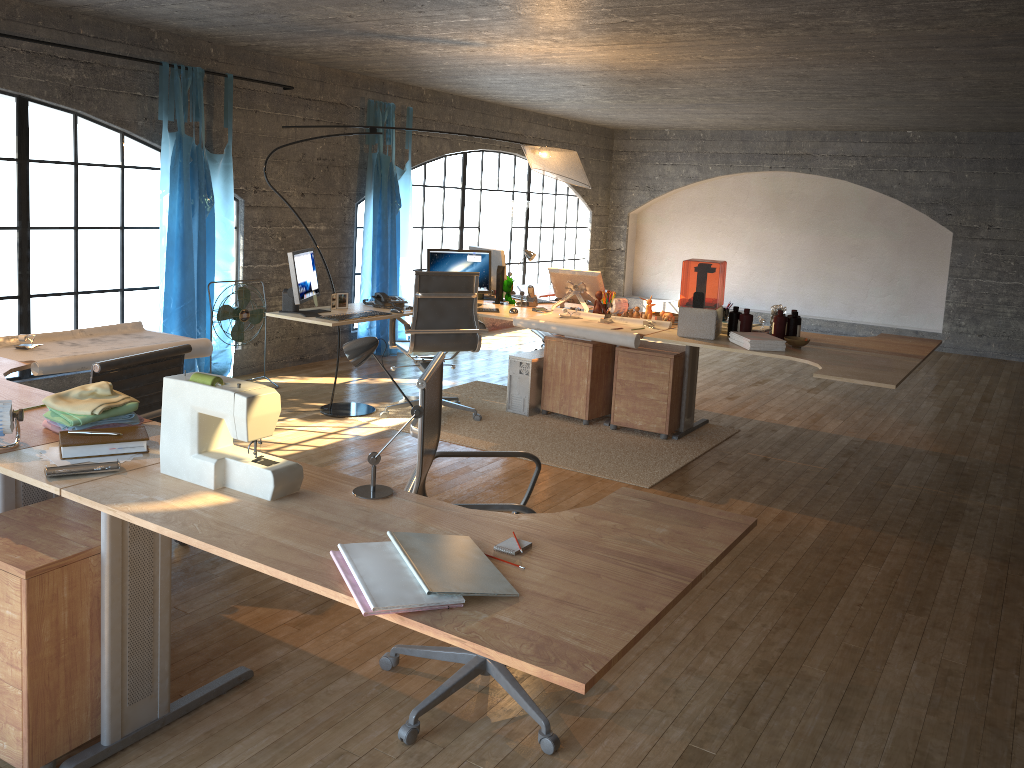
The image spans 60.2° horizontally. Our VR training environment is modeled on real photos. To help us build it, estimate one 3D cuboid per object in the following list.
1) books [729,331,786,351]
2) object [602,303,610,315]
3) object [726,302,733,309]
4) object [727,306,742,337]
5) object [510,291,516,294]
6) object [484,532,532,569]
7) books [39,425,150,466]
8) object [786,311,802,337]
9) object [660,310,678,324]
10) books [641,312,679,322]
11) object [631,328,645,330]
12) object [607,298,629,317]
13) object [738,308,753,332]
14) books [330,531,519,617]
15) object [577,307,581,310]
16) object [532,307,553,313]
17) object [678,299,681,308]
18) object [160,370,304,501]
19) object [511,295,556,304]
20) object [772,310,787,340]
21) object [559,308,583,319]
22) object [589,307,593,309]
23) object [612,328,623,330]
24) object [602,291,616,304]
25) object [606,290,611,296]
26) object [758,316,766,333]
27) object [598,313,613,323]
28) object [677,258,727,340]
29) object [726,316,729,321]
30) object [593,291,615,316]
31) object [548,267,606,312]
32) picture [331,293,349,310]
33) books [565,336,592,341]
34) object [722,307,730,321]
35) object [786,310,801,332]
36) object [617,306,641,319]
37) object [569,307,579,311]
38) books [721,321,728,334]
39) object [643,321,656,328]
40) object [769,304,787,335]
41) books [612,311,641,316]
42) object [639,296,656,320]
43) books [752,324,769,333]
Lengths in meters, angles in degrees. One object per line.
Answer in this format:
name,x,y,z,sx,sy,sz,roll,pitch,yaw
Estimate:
books,1.405,-0.247,5.069,0.221,0.057,0.314,1,12,-8
object,0.660,-0.515,6.100,0.077,0.081,0.078,-5,12,-39
object,1.359,-0.488,5.611,0.076,0.101,0.154,-2,11,-29
object,1.365,-0.383,5.405,0.080,0.185,0.080,9,10,38
object,-0.016,-0.741,7.122,0.101,0.033,0.060,-2,12,-23
object,0.014,0.365,1.957,0.128,0.013,0.143,11,14,34
books,-1.178,0.166,2.494,0.290,0.053,0.264,-1,12,-18
object,1.691,-0.342,5.294,0.080,0.185,0.080,9,10,38
object,1.044,-0.441,5.861,0.181,0.080,0.146,-3,12,-28
books,1.010,-0.462,6.013,0.290,0.053,0.264,-1,12,-18
object,0.786,-0.343,5.507,0.008,0.007,0.148,11,14,40
object,0.724,-0.516,6.002,0.154,0.134,0.100,-1,10,-23
object,1.408,-0.361,5.316,0.080,0.185,0.080,-3,10,-41
books,-0.182,0.373,1.793,0.317,0.044,0.312,-2,13,-23
object,0.487,-0.547,6.389,0.012,0.009,0.127,2,12,-6
object,0.221,-0.511,6.116,0.109,0.022,0.140,-6,15,-38
object,1.167,-0.467,5.788,0.130,0.174,0.200,-3,11,-34
object,-0.732,0.117,2.291,0.405,0.281,0.137,9,10,31
object,0.124,-0.656,6.810,0.187,0.011,0.496,-5,14,-33
object,1.615,-0.353,5.327,0.080,0.185,0.080,-3,10,-41
object,0.395,-0.470,5.873,0.159,0.063,0.054,3,9,-2
object,0.561,-0.552,6.435,0.008,0.007,0.148,7,13,23
object,0.651,-0.341,5.456,0.012,0.009,0.126,13,15,43
object,0.665,-0.561,6.091,0.101,0.174,0.106,6,8,18
object,0.709,-0.587,6.244,0.105,0.142,0.105,4,9,5
object,1.561,-0.363,5.528,0.037,0.119,0.076,4,8,5
object,0.610,-0.432,5.767,0.049,0.055,0.131,9,12,31
object,1.154,-0.521,5.354,0.223,0.453,0.272,6,9,21
object,1.371,-0.429,5.629,0.025,0.049,0.017,10,10,41
object,0.608,-0.550,6.036,0.094,0.175,0.228,-1,11,-30
object,0.459,-0.669,6.268,0.397,0.296,0.289,7,10,22
picture,-1.122,-0.535,5.694,0.032,0.103,0.160,7,11,31
books,0.538,-0.381,6.172,0.221,0.108,0.312,10,13,32
object,1.338,-0.442,5.604,0.077,0.081,0.078,5,9,10
object,1.717,-0.360,5.390,0.080,0.185,0.080,9,10,38
object,0.802,-0.510,6.029,0.074,0.118,0.218,-3,12,-39
object,0.426,-0.540,6.307,0.097,0.024,0.108,-8,16,-43
books,1.331,-0.364,5.596,0.231,0.069,0.179,12,15,38
object,0.876,-0.381,5.624,0.022,0.041,0.136,0,12,-21
object,1.629,-0.381,5.416,0.095,0.211,0.099,7,9,29
books,0.790,-0.505,6.258,0.215,0.012,0.334,7,13,17
object,0.898,-0.498,5.835,0.094,0.187,0.085,-2,9,-35
books,1.544,-0.371,5.743,0.320,0.044,0.309,12,15,35
